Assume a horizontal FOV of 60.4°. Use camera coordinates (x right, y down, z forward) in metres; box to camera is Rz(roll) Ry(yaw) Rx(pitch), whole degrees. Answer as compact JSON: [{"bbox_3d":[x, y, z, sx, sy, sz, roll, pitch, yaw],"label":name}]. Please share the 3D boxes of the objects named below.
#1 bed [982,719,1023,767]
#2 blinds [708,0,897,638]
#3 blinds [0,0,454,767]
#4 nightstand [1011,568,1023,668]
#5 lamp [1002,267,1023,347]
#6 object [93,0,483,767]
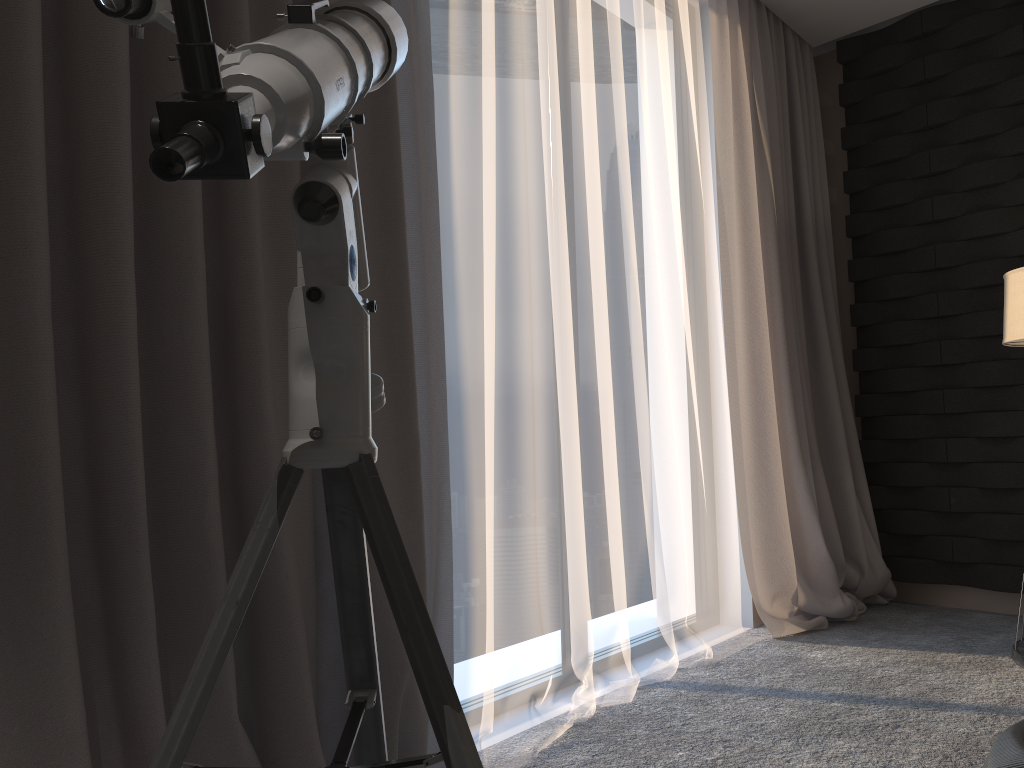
[{"bbox_3d":[2.212,0.451,1.258,2.422,0.624,2.164,1,-5,-42],"label":"bed"},{"bbox_3d":[1.178,-0.389,3.525,0.322,2.642,1.055,-5,-5,39],"label":"blinds"},{"bbox_3d":[-0.439,-0.452,1.499,0.339,2.642,1.108,-5,-5,40],"label":"blinds"},{"bbox_3d":[1.838,0.562,2.738,0.578,0.604,0.524,0,-4,-30],"label":"nightstand"},{"bbox_3d":[1.815,-0.054,2.790,0.476,0.631,0.455,-1,-4,-10],"label":"lamp"},{"bbox_3d":[-0.184,0.119,0.929,0.564,1.406,0.650,-5,-5,39],"label":"object"}]
